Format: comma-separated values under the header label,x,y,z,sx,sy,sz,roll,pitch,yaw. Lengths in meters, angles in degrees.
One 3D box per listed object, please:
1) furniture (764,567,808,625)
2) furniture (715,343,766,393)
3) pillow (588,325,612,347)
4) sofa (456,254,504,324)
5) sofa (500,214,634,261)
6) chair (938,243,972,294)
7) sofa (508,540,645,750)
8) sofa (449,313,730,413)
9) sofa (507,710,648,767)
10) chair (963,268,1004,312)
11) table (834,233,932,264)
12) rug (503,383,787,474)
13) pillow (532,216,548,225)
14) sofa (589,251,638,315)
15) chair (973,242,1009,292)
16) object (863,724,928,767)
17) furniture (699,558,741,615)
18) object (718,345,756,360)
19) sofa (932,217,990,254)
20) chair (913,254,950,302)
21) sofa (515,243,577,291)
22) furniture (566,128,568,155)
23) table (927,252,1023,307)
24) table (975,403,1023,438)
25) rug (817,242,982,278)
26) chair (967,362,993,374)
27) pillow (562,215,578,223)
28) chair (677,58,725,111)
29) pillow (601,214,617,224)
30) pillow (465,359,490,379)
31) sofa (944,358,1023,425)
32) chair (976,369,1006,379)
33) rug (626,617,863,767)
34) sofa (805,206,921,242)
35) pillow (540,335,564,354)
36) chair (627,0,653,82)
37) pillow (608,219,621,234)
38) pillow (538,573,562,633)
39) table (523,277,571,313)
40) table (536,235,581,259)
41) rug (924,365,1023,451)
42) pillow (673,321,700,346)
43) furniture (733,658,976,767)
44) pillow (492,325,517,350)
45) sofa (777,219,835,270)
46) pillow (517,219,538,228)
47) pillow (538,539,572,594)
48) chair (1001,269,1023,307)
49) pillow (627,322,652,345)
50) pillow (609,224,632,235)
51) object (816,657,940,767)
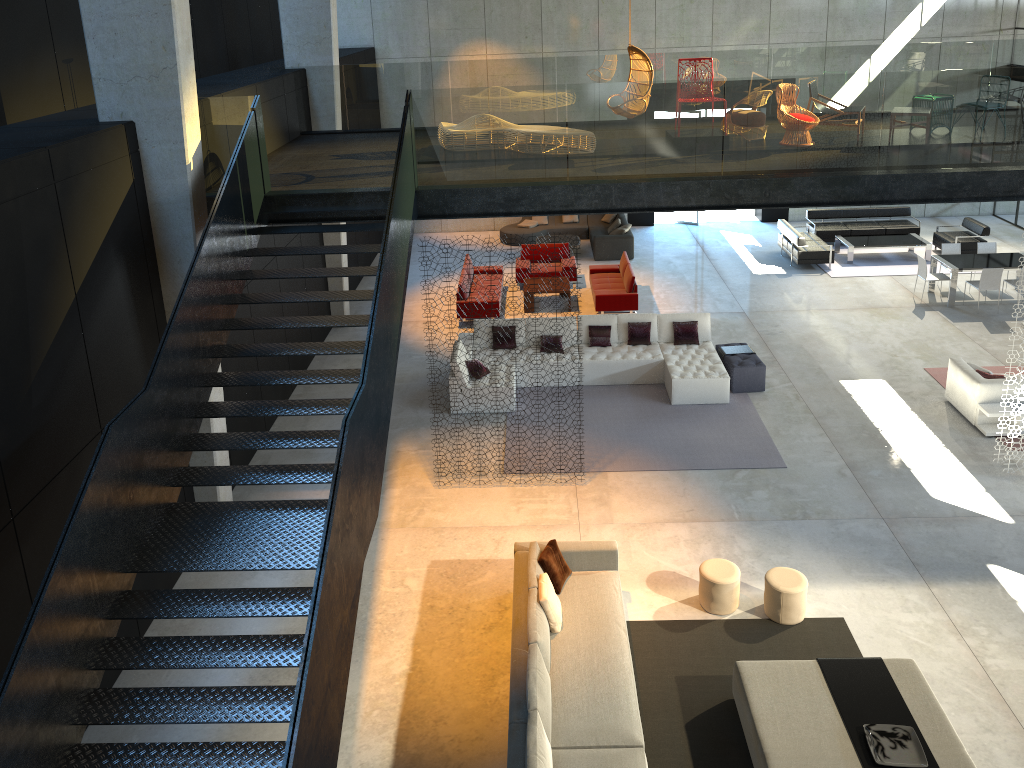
label,x,y,z,sx,sy,sz,roll,pitch,yaw
furniture,2.665,2.059,8.549,0.401,0.384,0.418,-5,21,-8
furniture,3.555,-0.268,13.709,0.509,0.436,1.004,-3,23,-2
pillow,1.423,-0.766,14.214,0.383,0.321,0.228,-1,19,4
sofa,-0.613,-1.926,17.444,0.815,0.780,2.403,-2,23,2
sofa,1.261,-3.677,21.531,3.186,0.546,2.958,-1,23,2
chair,8.754,-2.287,17.339,0.420,0.835,0.569,-2,19,2
sofa,0.525,2.290,7.837,1.052,0.692,2.446,-2,23,2
sofa,1.164,-0.382,13.693,4.146,0.836,1.911,-1,23,2
sofa,0.469,3.269,5.609,1.052,0.692,2.446,-2,23,2
chair,8.727,-1.804,16.240,0.420,0.835,0.569,-2,19,2
table,8.268,-3.027,19.620,1.800,0.392,0.943,-1,23,2
rug,1.732,0.561,12.528,3.625,0.019,2.772,-1,24,2
pillow,0.711,-4.271,22.534,0.423,0.298,0.344,-1,21,4
sofa,1.987,-1.992,17.356,0.816,0.780,2.056,-2,23,2
chair,9.454,-2.305,17.315,0.420,0.835,0.569,-2,19,2
object,2.844,2.694,6.522,0.385,0.034,0.404,0,24,5
furniture,2.059,2.010,8.718,0.401,0.384,0.418,4,21,16
object,3.539,-0.495,13.793,0.518,0.096,0.314,-3,23,-3
sofa,9.969,-3.232,19.513,0.820,0.728,0.995,-2,21,2
chair,8.069,-2.028,16.812,0.545,0.836,0.438,-2,18,2
sofa,0.718,-2.507,18.648,1.282,0.782,0.853,-2,21,2
furniture,0.054,-3.570,12.419,2.502,0.454,0.951,8,25,23
table,9.092,-2.004,16.793,1.800,0.728,0.942,-2,21,2
table,7.099,0.480,11.776,1.567,0.355,0.314,-1,20,2
rug,8.435,-2.786,19.542,3.386,0.024,2.524,-1,24,2
chair,6.698,-0.141,12.442,0.320,0.261,0.405,-11,23,-21
pillow,1.490,-4.328,22.538,0.416,0.317,0.333,-2,20,2
chair,2.537,-3.910,11.935,0.645,0.941,0.690,-2,19,2
pillow,2.510,-4.283,22.366,0.345,0.303,0.423,-12,23,-24
pillow,-0.542,-0.264,13.274,0.341,0.277,0.358,9,24,26
sofa,7.347,0.087,12.292,2.135,0.644,0.992,-1,22,2
chair,6.668,-0.035,12.180,0.289,0.322,0.411,-20,27,-39
rug,1.845,3.066,6.806,2.644,0.019,3.800,-1,24,2
sofa,8.291,-3.719,20.780,2.450,0.729,0.858,-1,21,2
pillow,0.641,-0.640,14.161,0.383,0.222,0.341,-2,22,2
chair,1.596,-4.489,11.886,0.603,1.705,0.659,-10,19,-22
pillow,2.496,-3.850,21.436,0.322,0.299,0.427,-1,22,4
pillow,0.349,2.007,8.043,0.207,0.366,0.420,-2,21,1
table,0.694,-1.784,17.453,0.910,0.406,0.954,-1,23,2
table,1.098,-3.235,20.832,1.059,0.330,1.110,-2,23,2
rug,8.310,0.268,12.589,3.625,0.019,2.772,-1,24,2
pillow,2.807,-0.818,14.157,0.413,0.331,0.246,-2,19,1
furniture,2.642,2.811,6.837,1.535,0.383,1.516,-1,23,2
pillow,-0.127,-0.750,14.264,0.401,0.367,0.206,-2,19,2
sofa,6.553,-3.144,19.629,0.820,0.727,1.729,-2,23,2
pillow,0.397,-4.069,22.346,0.422,0.130,0.424,14,28,33
pillow,0.405,1.780,8.567,0.260,0.356,0.415,6,22,22
chair,9.426,-1.822,16.217,0.420,0.835,0.569,-2,19,2
pillow,2.061,-0.813,14.187,0.406,0.362,0.200,-2,19,2
pillow,2.492,-3.537,20.654,0.550,0.361,0.665,7,24,22
object,2.846,2.653,6.783,0.535,0.083,1.542,-1,24,2
